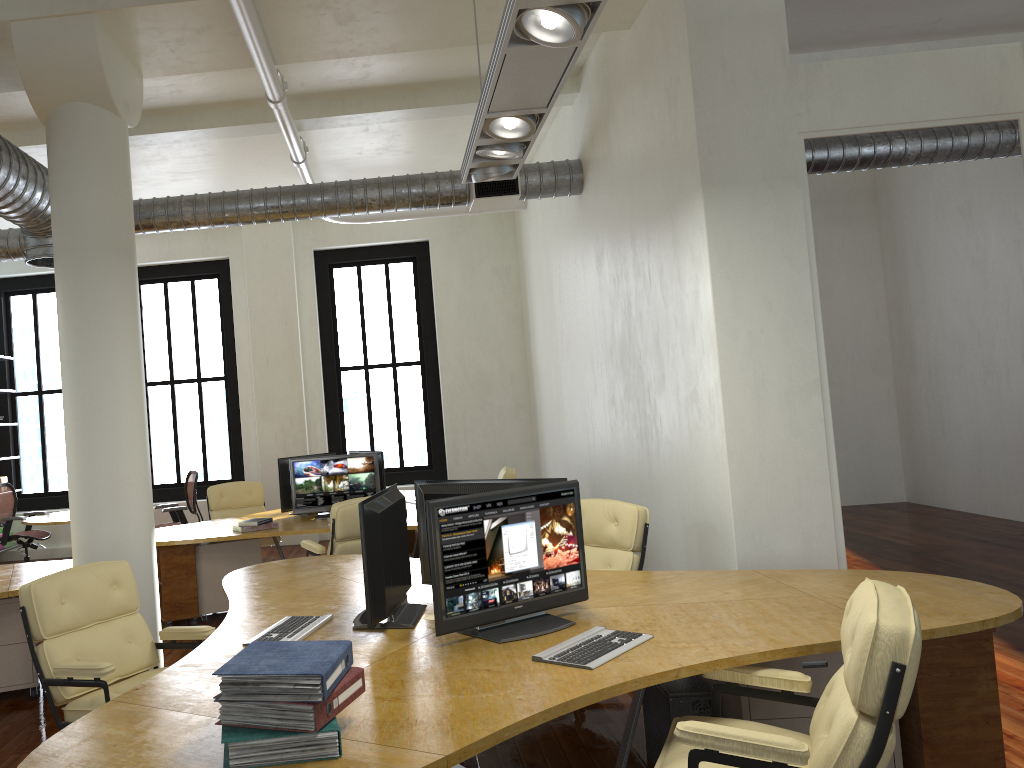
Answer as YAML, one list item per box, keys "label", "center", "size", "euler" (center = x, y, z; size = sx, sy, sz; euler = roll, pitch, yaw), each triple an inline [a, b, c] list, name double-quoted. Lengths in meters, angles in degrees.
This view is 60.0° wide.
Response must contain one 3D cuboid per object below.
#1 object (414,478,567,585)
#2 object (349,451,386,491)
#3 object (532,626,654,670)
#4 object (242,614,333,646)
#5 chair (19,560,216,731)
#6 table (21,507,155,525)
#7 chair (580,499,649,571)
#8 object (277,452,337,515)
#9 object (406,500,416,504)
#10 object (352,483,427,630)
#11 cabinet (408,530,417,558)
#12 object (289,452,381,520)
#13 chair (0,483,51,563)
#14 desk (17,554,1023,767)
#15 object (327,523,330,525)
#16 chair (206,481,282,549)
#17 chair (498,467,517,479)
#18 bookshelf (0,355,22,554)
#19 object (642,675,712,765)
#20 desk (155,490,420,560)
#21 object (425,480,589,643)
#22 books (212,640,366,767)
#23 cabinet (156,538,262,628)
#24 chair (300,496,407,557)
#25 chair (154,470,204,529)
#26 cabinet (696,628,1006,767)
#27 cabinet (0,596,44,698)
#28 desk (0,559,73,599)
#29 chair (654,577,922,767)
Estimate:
- label: "object"
  center: [-0.094, 0.718, 4.126]
  size: [0.886, 0.552, 0.264]
  euler: [-5, -2, 34]
- label: "object"
  center: [-1.385, 0.918, 8.522]
  size: [0.269, 0.552, 0.870]
  euler: [-3, -2, -30]
- label: "object"
  center: [0.295, 0.936, 3.167]
  size: [0.252, 0.016, 0.430]
  euler: [-5, -2, 38]
- label: "object"
  center: [-0.945, 1.043, 3.775]
  size: [0.240, 0.016, 0.453]
  euler: [-5, -1, 10]
- label: "chair"
  center: [-1.739, 1.346, 4.025]
  size: [0.849, 1.022, 0.655]
  euler: [-6, -2, 28]
- label: "table"
  center: [-4.840, 1.862, 10.198]
  size: [1.602, 0.745, 1.364]
  euler: [-5, -2, 24]
- label: "chair"
  center: [0.352, 1.217, 5.215]
  size: [0.715, 1.022, 0.778]
  euler: [-3, -2, -32]
- label: "object"
  center: [-1.957, 0.962, 8.582]
  size: [0.320, 0.552, 0.730]
  euler: [-6, -2, 37]
- label: "object"
  center: [-0.857, 1.152, 8.679]
  size: [0.214, 0.016, 0.507]
  euler: [-4, -1, -25]
- label: "object"
  center: [-0.565, 0.748, 3.898]
  size: [0.300, 0.552, 0.783]
  euler: [-5, -2, 4]
- label: "cabinet"
  center: [-1.497, 1.618, 9.676]
  size: [0.904, 0.709, 0.872]
  euler: [-5, -2, 3]
- label: "object"
  center: [-1.595, 0.922, 8.019]
  size: [0.801, 0.552, 0.293]
  euler: [-4, -2, -3]
- label: "chair"
  center: [-5.679, 1.723, 10.376]
  size: [0.774, 1.158, 0.713]
  euler: [-5, -2, 2]
- label: "desk"
  center: [-0.399, 1.388, 4.158]
  size: [3.569, 0.734, 3.799]
  euler: [-3, -2, -31]
- label: "object"
  center: [-1.298, 1.156, 7.458]
  size: [0.495, 0.016, 0.220]
  euler: [-5, -1, 11]
- label: "chair"
  center: [-2.808, 1.550, 9.321]
  size: [0.664, 1.022, 0.839]
  euler: [-4, -2, -28]
- label: "chair"
  center: [-0.316, 1.352, 8.804]
  size: [0.797, 1.022, 0.703]
  euler: [-5, -2, 3]
- label: "bookshelf"
  center: [-6.852, 0.250, 10.493]
  size: [0.652, 4.605, 3.617]
  euler: [-4, -2, -7]
- label: "object"
  center: [0.714, 1.465, 3.824]
  size: [0.179, 0.411, 0.481]
  euler: [-4, -2, -6]
- label: "desk"
  center: [-1.477, 1.574, 8.649]
  size: [3.984, 0.734, 3.424]
  euler: [-4, -1, 4]
- label: "object"
  center: [0.005, 0.697, 3.536]
  size: [0.735, 0.552, 0.318]
  euler: [-3, -2, -35]
- label: "books"
  center: [-0.656, 0.887, 2.495]
  size: [0.432, 0.227, 0.441]
  euler: [-5, -2, 9]
- label: "cabinet"
  center: [-2.701, 1.663, 7.768]
  size: [0.824, 0.709, 0.952]
  euler: [-4, -2, -27]
- label: "chair"
  center: [-1.223, 1.375, 6.915]
  size: [0.657, 1.022, 0.847]
  euler: [-3, -2, -33]
- label: "chair"
  center: [-6.686, 1.752, 8.366]
  size: [7.252, 1.158, 1.028]
  euler: [-3, -2, -31]
- label: "cabinet"
  center: [1.289, 1.269, 3.691]
  size: [0.893, 0.709, 0.883]
  euler: [-4, -2, -2]
- label: "cabinet"
  center: [-3.308, 1.665, 5.909]
  size: [0.830, 0.709, 0.946]
  euler: [-4, -2, -25]
- label: "desk"
  center: [-4.926, 1.763, 5.734]
  size: [3.849, 0.734, 3.513]
  euler: [-5, -2, 37]
- label: "chair"
  center: [0.811, 1.124, 2.693]
  size: [0.842, 1.022, 0.661]
  euler: [-5, -2, 23]
